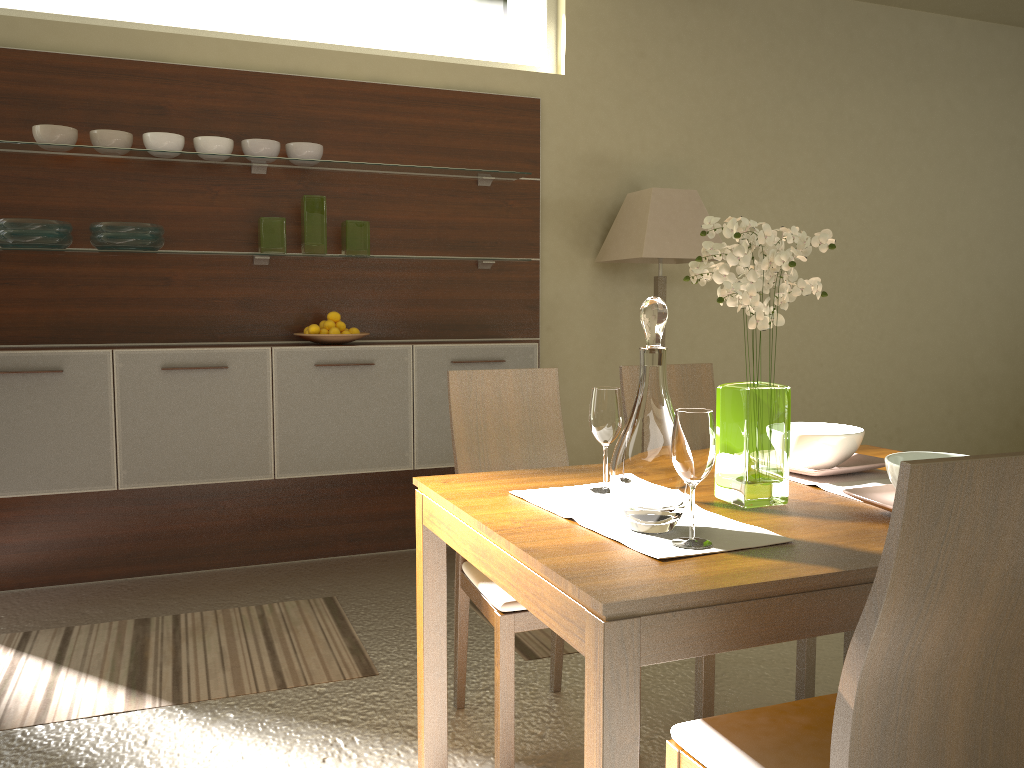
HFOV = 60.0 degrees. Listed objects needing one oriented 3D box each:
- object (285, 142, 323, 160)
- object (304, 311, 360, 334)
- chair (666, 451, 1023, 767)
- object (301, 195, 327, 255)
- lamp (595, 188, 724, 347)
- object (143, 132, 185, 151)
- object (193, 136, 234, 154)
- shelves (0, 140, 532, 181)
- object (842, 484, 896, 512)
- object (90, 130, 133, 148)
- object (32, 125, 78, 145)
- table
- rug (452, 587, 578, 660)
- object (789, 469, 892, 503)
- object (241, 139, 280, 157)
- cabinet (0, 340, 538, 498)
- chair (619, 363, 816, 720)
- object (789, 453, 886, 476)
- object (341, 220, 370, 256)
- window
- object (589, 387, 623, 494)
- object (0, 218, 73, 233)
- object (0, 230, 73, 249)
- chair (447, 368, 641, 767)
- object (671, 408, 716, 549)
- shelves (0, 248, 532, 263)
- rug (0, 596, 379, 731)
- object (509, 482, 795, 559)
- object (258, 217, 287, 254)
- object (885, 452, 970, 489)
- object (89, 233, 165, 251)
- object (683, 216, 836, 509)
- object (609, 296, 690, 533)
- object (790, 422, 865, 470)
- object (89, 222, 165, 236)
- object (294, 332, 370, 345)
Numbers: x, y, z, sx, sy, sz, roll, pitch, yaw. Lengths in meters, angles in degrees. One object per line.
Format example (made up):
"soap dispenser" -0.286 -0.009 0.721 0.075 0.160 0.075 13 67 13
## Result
"object" -0.922 -1.020 3.941 0.163 0.077 0.163 3 6 27
"object" -0.825 -0.257 3.988 0.230 0.139 0.259 4 6 38
"chair" 0.551 0.576 1.400 0.404 1.017 0.507 -2 5 -21
"object" -0.885 -0.706 3.958 0.099 0.259 0.099 -2 5 -22
"lamp" 0.754 -0.081 4.546 0.499 1.782 0.499 -2 5 -22
"object" -1.460 -1.002 3.720 0.163 0.077 0.163 3 6 27
"object" -1.279 -1.009 3.805 0.163 0.077 0.163 2 5 20
"shelves" -1.097 -0.973 3.885 2.463 0.008 0.255 -2 5 -22
"object" 0.854 0.243 1.745 0.283 0.041 0.283 -2 5 -22
"object" -1.654 -0.997 3.666 0.163 0.077 0.163 3 6 27
"object" -1.837 -0.989 3.570 0.163 0.077 0.163 3 6 27
"table" 0.598 0.639 1.993 1.411 0.790 1.000 -2 5 -22
"rug" 0.643 0.885 3.713 1.613 0.010 0.843 -2 5 -21
"object" 0.832 0.230 2.078 0.287 0.010 0.589 -2 5 -18
"object" -1.092 -1.014 3.862 0.163 0.077 0.163 3 6 27
"cabinet" -1.076 0.114 3.924 2.463 0.570 0.372 -2 5 -22
"chair" 0.610 0.461 2.735 0.404 1.017 0.507 -2 5 -24
"object" 0.759 0.200 2.230 0.283 0.033 0.283 -3 6 -27
"object" -0.714 -0.662 4.052 0.111 0.160 0.112 -2 5 -22
"window" -0.426 -0.406 1.286 4.466 3.000 6.429 -2 5 -24
"object" 0.209 0.124 1.976 0.075 0.232 0.075 3 6 27
"object" -1.920 -0.616 3.554 0.288 0.068 0.288 3 6 27
"object" -1.920 -0.573 3.557 0.288 0.068 0.288 3 6 27
"chair" 0.065 0.480 2.506 0.404 1.017 0.507 -2 5 -22
"object" 0.311 0.160 1.523 0.075 0.232 0.075 3 6 27
"shelves" -1.097 -0.566 3.920 2.463 0.008 0.255 -2 5 -22
"rug" -1.339 0.943 3.019 1.613 0.007 0.842 -2 5 -21
"object" 0.246 0.256 1.769 0.287 0.010 0.589 -2 5 -25
"object" -1.056 -0.650 3.905 0.112 0.160 0.111 -2 5 -22
"object" 0.855 0.203 1.739 0.233 0.107 0.232 -1 5 -10
"object" -1.598 -0.585 3.689 0.288 0.068 0.288 3 6 27
"object" 0.503 -0.051 1.866 0.302 0.608 0.304 -2 5 -18
"object" 0.257 0.054 1.624 0.156 0.426 0.156 2 5 20
"object" 0.759 0.160 2.226 0.233 0.101 0.233 -3 6 -33
"object" -1.598 -0.627 3.685 0.288 0.068 0.288 3 6 27
"object" -0.812 -0.203 4.005 0.337 0.053 0.337 1 5 10
